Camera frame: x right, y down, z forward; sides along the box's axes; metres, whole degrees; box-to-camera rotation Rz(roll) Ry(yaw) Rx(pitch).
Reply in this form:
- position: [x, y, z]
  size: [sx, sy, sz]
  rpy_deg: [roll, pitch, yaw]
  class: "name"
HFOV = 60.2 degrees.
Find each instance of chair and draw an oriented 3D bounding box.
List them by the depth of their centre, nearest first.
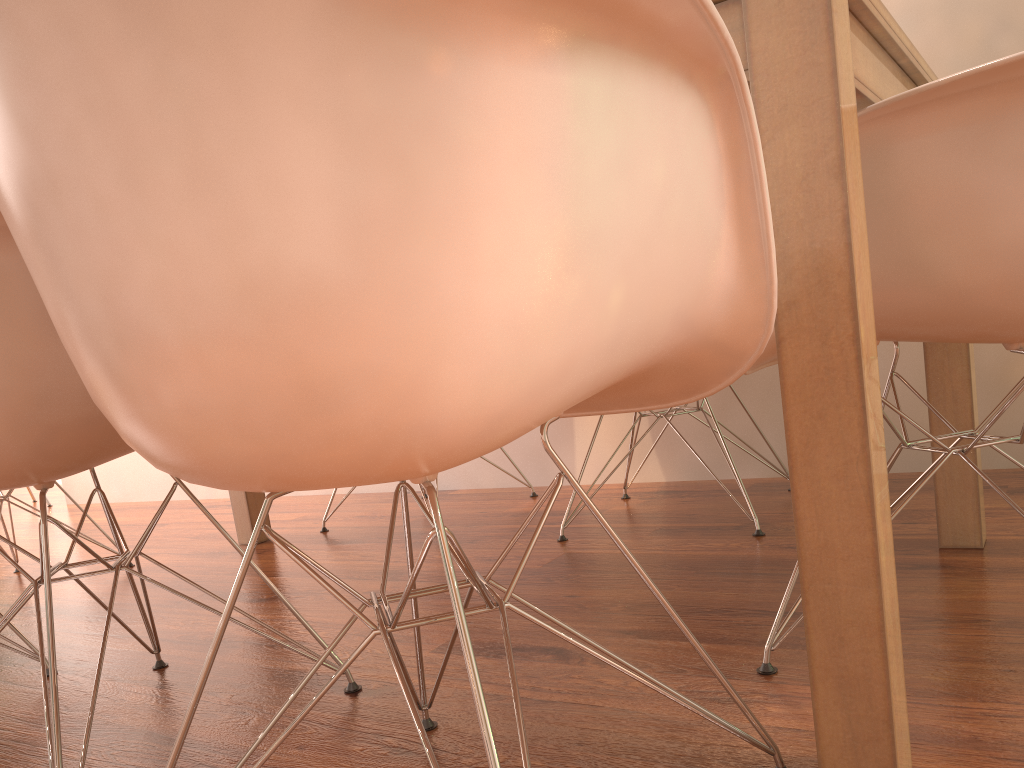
- position: [-0.128, 0.048, 0.786]
  size: [0.688, 0.859, 0.632]
  rpy_deg: [-5, 7, 28]
  class: "chair"
- position: [0.660, -0.080, 1.215]
  size: [0.647, 0.871, 0.672]
  rpy_deg: [-5, 7, 28]
  class: "chair"
- position: [-0.669, 0.113, 1.227]
  size: [0.688, 0.871, 0.632]
  rpy_deg: [-5, 7, 28]
  class: "chair"
- position: [-1.311, 0.191, 1.540]
  size: [0.688, 0.871, 0.632]
  rpy_deg: [-5, 7, 28]
  class: "chair"
- position: [0.411, -0.093, 2.281]
  size: [0.688, 0.871, 0.632]
  rpy_deg: [-6, 7, 23]
  class: "chair"
- position: [-1.573, 0.183, 2.522]
  size: [0.646, 0.871, 0.673]
  rpy_deg: [-6, 6, 18]
  class: "chair"
- position: [-0.291, -0.016, 2.816]
  size: [0.688, 0.871, 0.632]
  rpy_deg: [-4, 7, 33]
  class: "chair"
- position: [-2.808, 0.242, 4.682]
  size: [0.553, 0.912, 0.545]
  rpy_deg: [-13, 8, -37]
  class: "chair"

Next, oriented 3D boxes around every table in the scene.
- position: [-0.278, 0.054, 1.794]
  size: [2.086, 0.819, 1.009]
  rpy_deg: [-6, 5, 33]
  class: "table"
